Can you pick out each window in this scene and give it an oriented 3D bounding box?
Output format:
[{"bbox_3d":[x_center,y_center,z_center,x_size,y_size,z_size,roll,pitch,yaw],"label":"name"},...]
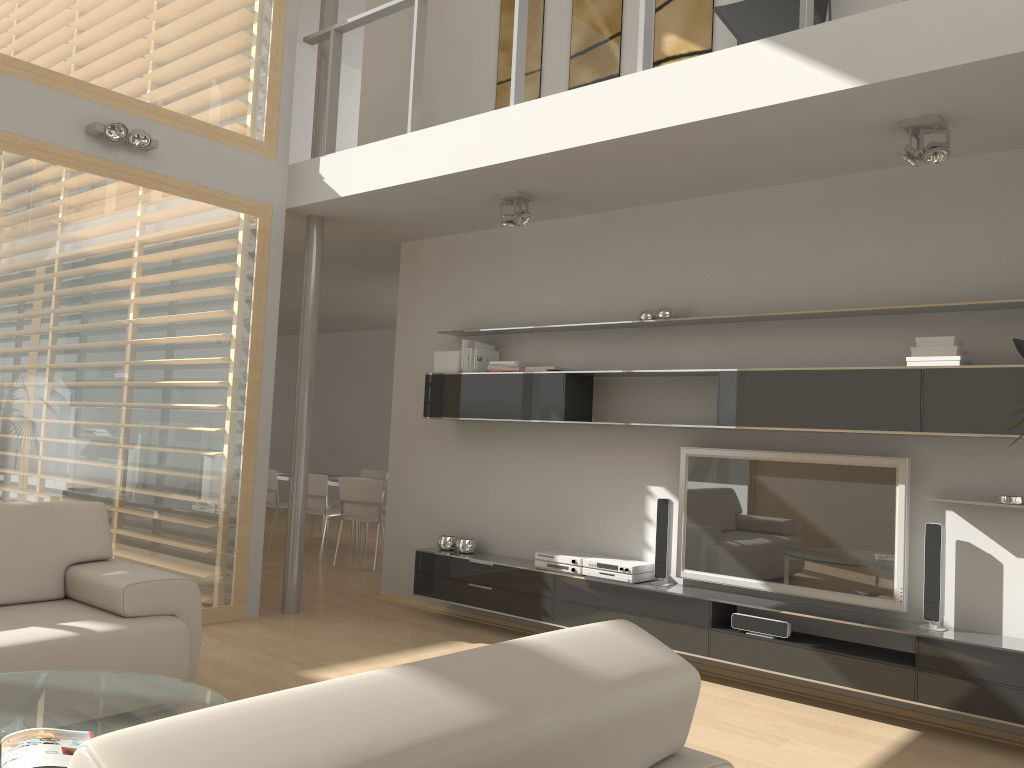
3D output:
[{"bbox_3d":[-2.529,0.056,4.747,0.020,2.500,2.525,0,-5,40],"label":"window"},{"bbox_3d":[-2.387,-2.785,4.926,0.020,2.200,2.525,0,-5,40],"label":"window"}]

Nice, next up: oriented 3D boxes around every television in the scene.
[{"bbox_3d":[1.435,0.723,4.649,1.224,0.735,0.096,0,-5,40],"label":"television"}]

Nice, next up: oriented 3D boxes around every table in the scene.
[{"bbox_3d":[-1.397,1.137,2.455,1.198,0.370,1.198,5,-4,-33],"label":"table"},{"bbox_3d":[-1.597,1.352,9.105,2.199,0.746,0.900,0,-5,40],"label":"table"}]

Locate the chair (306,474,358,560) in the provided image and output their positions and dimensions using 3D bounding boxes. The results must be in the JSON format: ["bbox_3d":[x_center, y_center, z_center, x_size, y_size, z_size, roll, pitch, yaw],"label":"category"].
[{"bbox_3d":[-1.840,1.287,8.733,0.455,0.807,0.501,0,-4,35],"label":"chair"}]

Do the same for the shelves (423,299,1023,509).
[{"bbox_3d":[1.115,0.089,4.849,4.236,0.914,0.300,0,-5,40],"label":"shelves"}]

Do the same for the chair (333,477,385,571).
[{"bbox_3d":[-1.326,1.282,8.249,0.455,0.807,0.501,2,-4,20],"label":"chair"}]

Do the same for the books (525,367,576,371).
[{"bbox_3d":[0.245,-0.089,5.590,0.230,0.017,0.227,0,-5,40],"label":"books"}]

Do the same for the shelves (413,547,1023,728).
[{"bbox_3d":[1.055,1.284,4.774,4.236,0.312,0.300,0,-5,40],"label":"shelves"}]

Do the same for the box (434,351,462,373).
[{"bbox_3d":[-0.376,-0.139,6.098,0.232,0.149,0.232,0,-5,40],"label":"box"}]

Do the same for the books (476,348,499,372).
[{"bbox_3d":[-0.162,-0.147,5.968,0.023,0.169,0.230,0,-5,40],"label":"books"}]

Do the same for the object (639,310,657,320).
[{"bbox_3d":[0.809,-0.399,5.260,0.115,0.081,0.115,1,-4,21],"label":"object"}]

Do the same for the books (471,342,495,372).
[{"bbox_3d":[-0.194,-0.168,5.978,0.021,0.210,0.207,0,-5,40],"label":"books"}]

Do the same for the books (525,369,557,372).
[{"bbox_3d":[0.237,-0.073,5.600,0.254,0.015,0.190,6,-5,-43],"label":"books"}]

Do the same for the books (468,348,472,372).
[{"bbox_3d":[-0.205,-0.147,6.001,0.027,0.169,0.230,0,-5,40],"label":"books"}]

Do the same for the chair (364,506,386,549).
[{"bbox_3d":[-1.218,1.363,9.458,0.455,0.807,0.501,0,-5,40],"label":"chair"}]

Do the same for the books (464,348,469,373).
[{"bbox_3d":[-0.232,-0.147,6.013,0.027,0.169,0.230,0,-5,40],"label":"books"}]

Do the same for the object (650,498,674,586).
[{"bbox_3d":[0.859,0.891,5.027,0.111,0.483,0.116,0,-4,36],"label":"object"}]

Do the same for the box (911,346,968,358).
[{"bbox_3d":[1.998,-0.140,4.146,0.200,0.047,0.200,0,-5,40],"label":"box"}]

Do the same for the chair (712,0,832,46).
[{"bbox_3d":[1.368,-1.827,4.628,0.628,0.825,0.537,0,-5,40],"label":"chair"}]

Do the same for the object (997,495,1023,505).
[{"bbox_3d":[2.219,0.516,3.947,0.105,0.035,0.106,4,-4,-14],"label":"object"}]

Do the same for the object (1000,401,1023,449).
[{"bbox_3d":[1.913,0.133,2.193,0.983,2.668,2.706,2,-4,20],"label":"object"}]

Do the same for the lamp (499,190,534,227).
[{"bbox_3d":[0.024,-1.038,5.322,0.214,0.195,0.150,0,-5,40],"label":"lamp"}]

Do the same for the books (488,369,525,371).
[{"bbox_3d":[0.006,-0.084,5.777,0.268,0.011,0.190,0,-5,41],"label":"books"}]

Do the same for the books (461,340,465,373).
[{"bbox_3d":[-0.261,-0.176,6.042,0.017,0.227,0.230,0,-5,40],"label":"books"}]

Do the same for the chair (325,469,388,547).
[{"bbox_3d":[-1.716,1.364,9.864,0.455,0.807,0.501,0,-5,40],"label":"chair"}]

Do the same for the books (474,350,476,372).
[{"bbox_3d":[-0.182,-0.142,5.967,0.009,0.156,0.207,0,-5,40],"label":"books"}]

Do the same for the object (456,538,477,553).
[{"bbox_3d":[-0.306,1.090,5.976,0.143,0.091,0.143,4,-4,-18],"label":"object"}]

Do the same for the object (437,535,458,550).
[{"bbox_3d":[-0.442,1.090,6.090,0.143,0.091,0.143,4,-4,-18],"label":"object"}]

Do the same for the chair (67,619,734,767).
[{"bbox_3d":[-0.339,0.901,1.686,1.165,0.846,1.562,0,-5,40],"label":"chair"}]

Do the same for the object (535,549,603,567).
[{"bbox_3d":[0.346,1.058,5.393,0.349,0.049,0.262,0,-5,40],"label":"object"}]

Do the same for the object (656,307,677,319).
[{"bbox_3d":[0.894,-0.403,5.133,0.115,0.081,0.115,1,-4,21],"label":"object"}]

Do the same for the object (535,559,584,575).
[{"bbox_3d":[0.344,1.106,5.390,0.349,0.049,0.262,0,-5,40],"label":"object"}]

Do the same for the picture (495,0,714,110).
[{"bbox_3d":[0.565,-2.672,5.788,1.684,1.800,0.010,0,-5,40],"label":"picture"}]

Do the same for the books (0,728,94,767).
[{"bbox_3d":[-1.260,0.923,2.189,0.440,0.037,0.297,5,-4,-30],"label":"books"}]

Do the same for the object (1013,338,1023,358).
[{"bbox_3d":[2.349,-0.133,3.843,0.317,0.125,0.223,2,-4,18],"label":"object"}]

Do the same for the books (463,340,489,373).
[{"bbox_3d":[-0.242,-0.175,6.035,0.017,0.227,0.230,0,-5,40],"label":"books"}]

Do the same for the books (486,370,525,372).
[{"bbox_3d":[0.008,-0.072,5.773,0.297,0.013,0.210,0,-5,40],"label":"books"}]

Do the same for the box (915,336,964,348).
[{"bbox_3d":[2.000,-0.188,4.148,0.168,0.047,0.168,0,-5,40],"label":"box"}]

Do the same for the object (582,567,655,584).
[{"bbox_3d":[0.620,1.106,5.167,0.349,0.049,0.250,0,-5,40],"label":"object"}]

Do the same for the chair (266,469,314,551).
[{"bbox_3d":[-2.370,1.290,9.210,0.501,0.807,0.455,6,-5,-40],"label":"chair"}]

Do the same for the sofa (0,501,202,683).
[{"bbox_3d":[-2.349,0.908,3.383,1.168,0.846,2.093,0,-5,40],"label":"sofa"}]

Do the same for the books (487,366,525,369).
[{"bbox_3d":[-0.002,-0.097,5.783,0.254,0.015,0.190,0,-4,36],"label":"books"}]

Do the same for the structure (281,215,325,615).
[{"bbox_3d":[-1.422,0.192,6.047,0.121,2.700,0.122,1,-4,28],"label":"structure"}]

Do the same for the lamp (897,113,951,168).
[{"bbox_3d":[1.788,-1.042,3.850,0.214,0.195,0.150,0,-5,40],"label":"lamp"}]

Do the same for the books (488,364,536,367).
[{"bbox_3d":[0.003,-0.113,5.777,0.254,0.015,0.190,0,-5,41],"label":"books"}]

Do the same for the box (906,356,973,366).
[{"bbox_3d":[1.997,-0.093,4.141,0.232,0.047,0.232,0,-5,40],"label":"box"}]

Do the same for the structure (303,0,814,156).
[{"bbox_3d":[0.647,-1.920,4.321,5.400,0.900,0.080,0,-5,40],"label":"structure"}]

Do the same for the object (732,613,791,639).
[{"bbox_3d":[1.268,1.224,4.485,0.300,0.092,0.085,0,-5,40],"label":"object"}]

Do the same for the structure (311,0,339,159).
[{"bbox_3d":[-1.281,-2.648,6.226,0.121,2.400,0.122,1,-4,28],"label":"structure"}]

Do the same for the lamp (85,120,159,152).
[{"bbox_3d":[-2.183,-1.396,5.003,0.183,0.110,0.360,0,-5,40],"label":"lamp"}]

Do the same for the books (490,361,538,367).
[{"bbox_3d":[0.015,-0.128,5.786,0.227,0.017,0.230,0,-4,35],"label":"books"}]

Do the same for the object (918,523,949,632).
[{"bbox_3d":[1.959,0.889,4.113,0.116,0.483,0.111,6,-5,-43],"label":"object"}]

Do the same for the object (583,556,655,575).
[{"bbox_3d":[0.619,1.057,5.166,0.349,0.049,0.262,0,-5,40],"label":"object"}]
